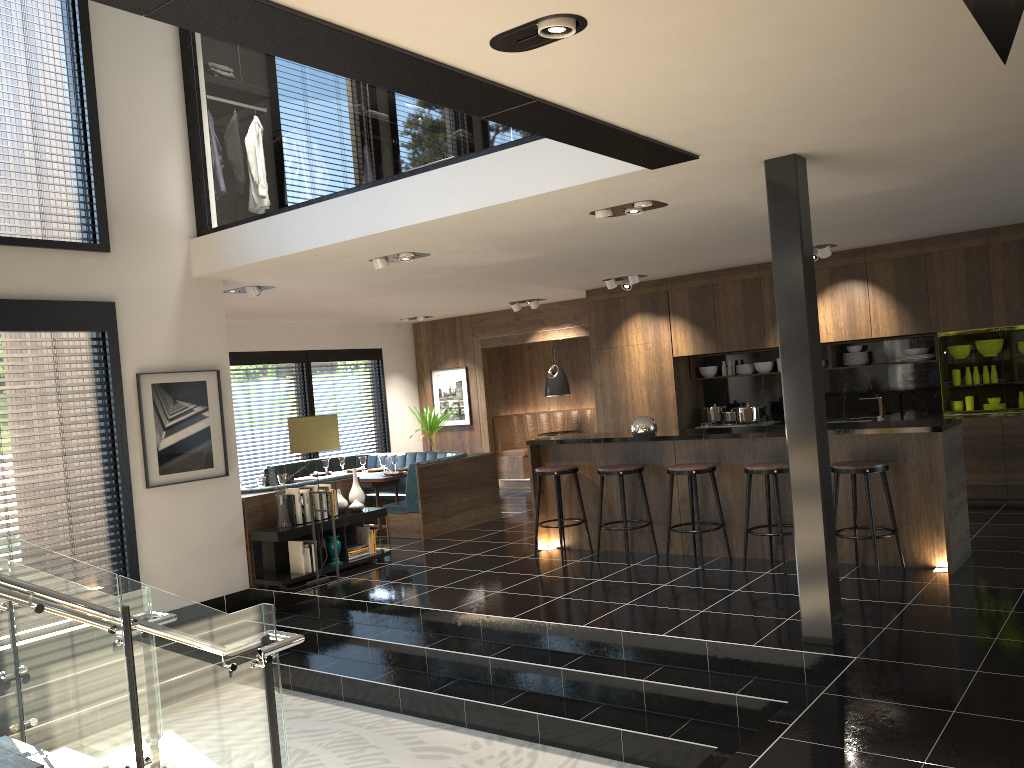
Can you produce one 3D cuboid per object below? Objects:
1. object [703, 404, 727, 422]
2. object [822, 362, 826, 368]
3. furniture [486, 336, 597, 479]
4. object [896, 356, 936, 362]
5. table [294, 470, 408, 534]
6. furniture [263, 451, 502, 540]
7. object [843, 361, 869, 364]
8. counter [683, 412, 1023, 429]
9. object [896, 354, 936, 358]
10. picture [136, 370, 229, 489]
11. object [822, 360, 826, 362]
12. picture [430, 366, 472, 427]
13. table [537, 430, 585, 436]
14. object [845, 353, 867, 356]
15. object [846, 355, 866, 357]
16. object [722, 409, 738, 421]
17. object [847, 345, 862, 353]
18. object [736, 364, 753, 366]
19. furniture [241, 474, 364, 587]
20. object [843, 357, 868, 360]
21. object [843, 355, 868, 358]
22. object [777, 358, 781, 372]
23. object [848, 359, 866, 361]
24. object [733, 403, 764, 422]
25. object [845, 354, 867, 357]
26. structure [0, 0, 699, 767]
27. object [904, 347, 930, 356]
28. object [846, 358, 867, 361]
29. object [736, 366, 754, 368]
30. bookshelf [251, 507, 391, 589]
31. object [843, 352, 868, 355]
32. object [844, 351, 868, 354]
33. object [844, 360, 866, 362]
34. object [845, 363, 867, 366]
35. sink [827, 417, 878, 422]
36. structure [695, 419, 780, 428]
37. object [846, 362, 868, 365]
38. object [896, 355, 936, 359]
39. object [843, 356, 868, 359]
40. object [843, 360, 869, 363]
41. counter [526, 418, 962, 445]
[{"bbox_3d":[2.501,0.349,10.908,0.255,0.218,0.236,-5,0,-5],"label":"object"},{"bbox_3d":[3.560,-0.212,10.226,0.122,0.072,0.122,-5,0,-28],"label":"object"},{"bbox_3d":[0.954,0.201,13.444,2.640,2.335,1.174,-5,1,36],"label":"furniture"},{"bbox_3d":[4.393,-0.266,9.602,0.437,0.039,0.438,-5,0,-17],"label":"object"},{"bbox_3d":[-1.764,1.400,10.537,1.539,0.661,0.822,-5,0,37],"label":"table"},{"bbox_3d":[-1.601,1.304,10.747,2.611,0.822,1.364,-5,0,37],"label":"furniture"},{"bbox_3d":[3.901,-0.235,10.057,0.269,0.024,0.269,-5,0,-15],"label":"object"},{"bbox_3d":[4.107,0.372,9.664,4.593,0.005,0.862,-5,0,37],"label":"counter"},{"bbox_3d":[4.391,-0.293,9.602,0.437,0.039,0.438,-5,0,-17],"label":"object"},{"bbox_3d":[-2.687,0.351,7.274,0.028,0.911,0.748,-4,1,37],"label":"picture"},{"bbox_3d":[3.558,-0.237,10.226,0.122,0.072,0.122,-5,0,-28],"label":"object"},{"bbox_3d":[-0.968,0.207,13.953,0.749,0.911,0.028,-4,1,37],"label":"picture"},{"bbox_3d":[0.749,1.035,13.082,0.702,0.644,0.702,-5,0,12],"label":"table"},{"bbox_3d":[3.894,-0.328,10.056,0.269,0.024,0.269,-5,0,-15],"label":"object"},{"bbox_3d":[3.895,-0.309,10.056,0.269,0.024,0.269,-5,0,-15],"label":"object"},{"bbox_3d":[2.654,0.375,10.681,0.210,0.143,0.195,-5,0,-5],"label":"object"},{"bbox_3d":[3.886,-0.388,10.056,0.168,0.087,0.168,-5,0,-33],"label":"object"},{"bbox_3d":[2.830,-0.220,10.761,0.220,0.033,0.220,-5,0,34],"label":"object"},{"bbox_3d":[-2.928,1.416,9.042,2.611,0.822,1.364,-5,0,37],"label":"furniture"},{"bbox_3d":[3.898,-0.281,10.056,0.269,0.024,0.269,-5,0,-15],"label":"object"},{"bbox_3d":[3.896,-0.301,10.056,0.269,0.024,0.269,-5,0,-15],"label":"object"},{"bbox_3d":[3.187,-0.225,10.475,0.109,0.161,0.109,-5,1,19],"label":"object"},{"bbox_3d":[3.899,-0.263,10.057,0.269,0.024,0.269,-5,0,-15],"label":"object"},{"bbox_3d":[2.788,0.334,10.434,0.300,0.218,0.279,-5,0,-20],"label":"object"},{"bbox_3d":[3.895,-0.318,10.056,0.269,0.024,0.269,-5,0,-15],"label":"object"},{"bbox_3d":[-2.243,0.284,2.639,3.449,4.869,7.275,-4,0,36],"label":"structure"},{"bbox_3d":[4.386,-0.341,9.604,0.254,0.088,0.254,-5,0,-28],"label":"object"},{"bbox_3d":[3.898,-0.274,10.057,0.269,0.024,0.269,-5,0,-15],"label":"object"},{"bbox_3d":[2.832,-0.195,10.761,0.220,0.033,0.220,-5,0,34],"label":"object"},{"bbox_3d":[-1.717,1.483,8.122,0.356,0.500,1.303,-4,0,37],"label":"bookshelf"},{"bbox_3d":[3.893,-0.336,10.056,0.269,0.024,0.269,-5,0,-15],"label":"object"},{"bbox_3d":[3.892,-0.345,10.056,0.269,0.024,0.269,-5,0,-15],"label":"object"},{"bbox_3d":[3.900,-0.254,10.057,0.269,0.024,0.269,-5,0,-15],"label":"object"},{"bbox_3d":[3.903,-0.219,10.057,0.269,0.024,0.269,-5,0,-15],"label":"object"},{"bbox_3d":[3.610,0.467,9.945,0.933,0.119,0.466,-5,0,37],"label":"sink"},{"bbox_3d":[2.708,0.465,10.643,0.877,0.046,0.533,-5,0,37],"label":"structure"},{"bbox_3d":[3.902,-0.226,10.057,0.269,0.024,0.269,-5,0,-15],"label":"object"},{"bbox_3d":[4.392,-0.279,9.602,0.437,0.039,0.438,-5,0,-17],"label":"object"},{"bbox_3d":[3.897,-0.290,10.056,0.269,0.024,0.269,-5,0,-15],"label":"object"},{"bbox_3d":[3.901,-0.246,10.057,0.269,0.024,0.269,-5,0,-15],"label":"object"},{"bbox_3d":[1.765,0.414,7.496,3.575,0.041,0.698,-5,0,37],"label":"counter"}]
